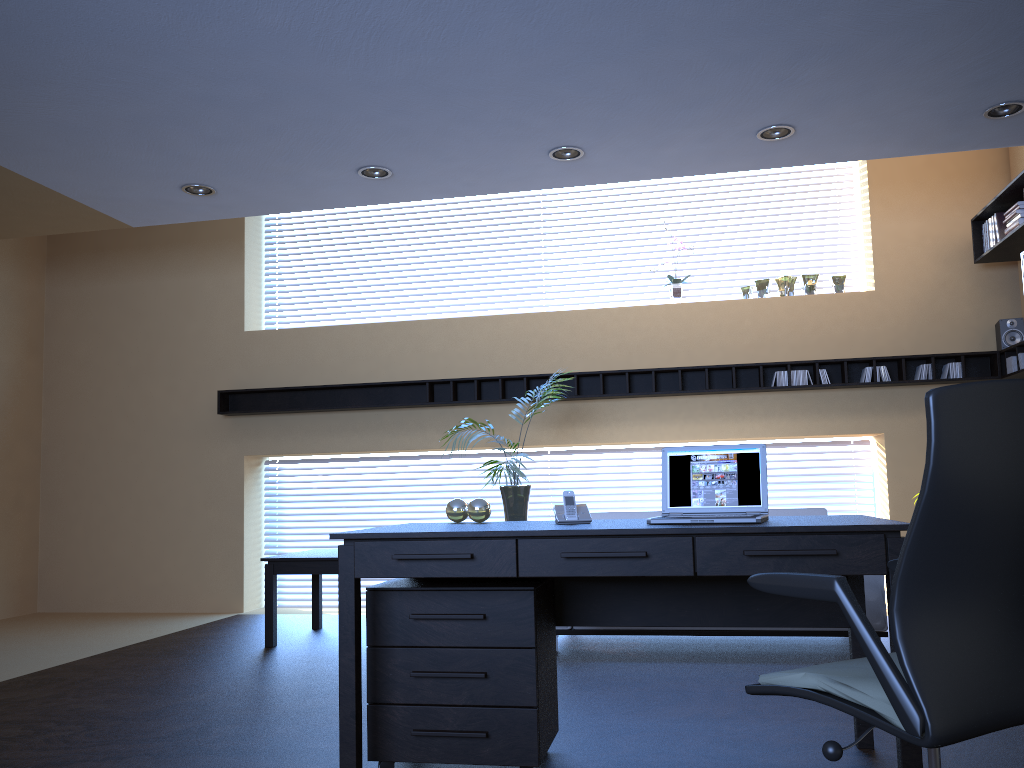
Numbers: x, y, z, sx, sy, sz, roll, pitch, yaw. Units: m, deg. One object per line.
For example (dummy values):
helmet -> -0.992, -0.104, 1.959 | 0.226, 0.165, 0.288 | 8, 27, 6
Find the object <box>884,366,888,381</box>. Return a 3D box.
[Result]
object -> 2.890, -0.072, 6.885 | 0.026, 0.117, 0.140 | -2, -6, 11

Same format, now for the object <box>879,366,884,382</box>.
object -> 2.860, -0.070, 6.895 | 0.030, 0.119, 0.142 | -3, -6, 11

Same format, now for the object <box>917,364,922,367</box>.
object -> 3.135, -0.081, 6.846 | 0.041, 0.122, 0.142 | -3, -6, 11

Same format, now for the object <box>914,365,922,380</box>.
object -> 3.134, -0.082, 6.843 | 0.040, 0.118, 0.142 | -3, -6, 11

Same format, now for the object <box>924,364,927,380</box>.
object -> 3.169, -0.085, 6.834 | 0.030, 0.119, 0.142 | -3, -6, 11

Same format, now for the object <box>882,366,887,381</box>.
object -> 2.881, -0.071, 6.891 | 0.030, 0.119, 0.142 | -2, -6, 11

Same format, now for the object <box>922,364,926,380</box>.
object -> 3.159, -0.084, 6.838 | 0.030, 0.119, 0.142 | -2, -6, 11

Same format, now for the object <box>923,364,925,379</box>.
object -> 3.158, -0.084, 6.834 | 0.026, 0.117, 0.140 | -3, -6, 11

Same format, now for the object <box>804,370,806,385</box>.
object -> 2.310, -0.042, 7.008 | 0.009, 0.120, 0.142 | -2, -6, 11

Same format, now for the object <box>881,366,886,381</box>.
object -> 2.870, -0.070, 6.890 | 0.030, 0.119, 0.142 | -2, -6, 11

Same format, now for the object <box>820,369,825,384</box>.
object -> 2.435, -0.049, 6.978 | 0.030, 0.119, 0.142 | -3, -6, 11

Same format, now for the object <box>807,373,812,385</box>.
object -> 2.344, -0.042, 7.002 | 0.041, 0.122, 0.142 | -3, -6, 11

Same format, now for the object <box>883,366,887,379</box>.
object -> 2.891, -0.071, 6.890 | 0.030, 0.119, 0.142 | -2, -6, 11

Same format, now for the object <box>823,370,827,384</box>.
object -> 2.457, -0.049, 6.980 | 0.030, 0.119, 0.142 | -2, -6, 11

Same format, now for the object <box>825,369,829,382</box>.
object -> 2.471, -0.049, 6.973 | 0.040, 0.118, 0.142 | -3, -6, 11

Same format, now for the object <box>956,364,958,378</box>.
object -> 3.387, -0.096, 6.793 | 0.006, 0.118, 0.140 | -2, -6, 11

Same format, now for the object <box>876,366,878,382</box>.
object -> 2.831, -0.068, 6.905 | 0.009, 0.120, 0.142 | -2, -6, 11

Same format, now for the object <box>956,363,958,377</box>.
object -> 3.387, -0.095, 6.794 | 0.009, 0.120, 0.142 | -3, -6, 11

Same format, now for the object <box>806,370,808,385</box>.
object -> 2.321, -0.043, 7.006 | 0.006, 0.118, 0.140 | -3, -6, 11

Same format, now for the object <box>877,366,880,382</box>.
object -> 2.840, -0.069, 6.900 | 0.009, 0.120, 0.142 | -3, -6, 11

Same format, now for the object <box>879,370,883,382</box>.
object -> 2.861, -0.069, 6.900 | 0.030, 0.123, 0.142 | -2, -6, 11

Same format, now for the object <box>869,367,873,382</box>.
object -> 2.787, -0.065, 6.917 | 0.030, 0.119, 0.142 | -3, -6, 11

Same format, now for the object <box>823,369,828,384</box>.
object -> 2.457, -0.049, 6.978 | 0.026, 0.117, 0.140 | -2, -6, 11

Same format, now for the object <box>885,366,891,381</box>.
object -> 2.906, -0.071, 6.888 | 0.040, 0.118, 0.142 | -3, -6, 11

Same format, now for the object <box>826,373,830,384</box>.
object -> 2.471, -0.050, 6.972 | 0.036, 0.115, 0.140 | -3, -6, 11

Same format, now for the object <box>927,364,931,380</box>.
object -> 3.199, -0.087, 6.828 | 0.009, 0.120, 0.142 | -3, -6, 11

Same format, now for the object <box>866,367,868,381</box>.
object -> 2.756, -0.064, 6.919 | 0.026, 0.117, 0.140 | -3, -6, 11

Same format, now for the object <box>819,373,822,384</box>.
object -> 2.425, -0.048, 6.984 | 0.030, 0.123, 0.142 | -3, -6, 11

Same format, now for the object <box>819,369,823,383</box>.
object -> 2.425, -0.049, 6.978 | 0.026, 0.117, 0.140 | -3, -6, 11

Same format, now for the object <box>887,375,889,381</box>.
object -> 2.905, -0.070, 6.887 | 0.041, 0.122, 0.142 | -2, -6, 11

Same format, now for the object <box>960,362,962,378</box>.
object -> 3.417, -0.097, 6.786 | 0.009, 0.120, 0.142 | -2, -6, 11

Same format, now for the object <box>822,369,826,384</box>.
object -> 2.446, -0.049, 6.979 | 0.030, 0.119, 0.142 | -3, -6, 11

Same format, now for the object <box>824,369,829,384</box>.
object -> 2.471, -0.049, 6.977 | 0.041, 0.122, 0.142 | -3, -6, 11

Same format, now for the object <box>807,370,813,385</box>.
object -> 2.344, -0.043, 6.999 | 0.040, 0.118, 0.142 | -3, -6, 11

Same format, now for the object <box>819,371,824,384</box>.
object -> 2.425, -0.048, 6.980 | 0.030, 0.119, 0.142 | -3, -6, 11

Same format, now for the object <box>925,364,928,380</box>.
object -> 3.178, -0.085, 6.829 | 0.030, 0.119, 0.142 | -3, -6, 11

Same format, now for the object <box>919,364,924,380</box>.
object -> 3.149, -0.083, 6.843 | 0.030, 0.119, 0.142 | -2, -6, 11

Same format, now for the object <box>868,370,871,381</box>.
object -> 2.777, -0.065, 6.919 | 0.030, 0.119, 0.142 | -3, -6, 11

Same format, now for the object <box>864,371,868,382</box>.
object -> 2.757, -0.064, 6.921 | 0.030, 0.119, 0.142 | -3, -6, 11

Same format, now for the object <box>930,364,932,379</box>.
object -> 3.210, -0.087, 6.829 | 0.009, 0.120, 0.142 | -2, -6, 11

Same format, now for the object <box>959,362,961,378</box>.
object -> 3.406, -0.097, 6.781 | 0.009, 0.120, 0.142 | -3, -6, 11

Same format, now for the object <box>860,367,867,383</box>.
object -> 2.741, -0.063, 6.919 | 0.040, 0.118, 0.142 | -3, -6, 11

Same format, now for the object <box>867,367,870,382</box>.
object -> 2.766, -0.065, 6.917 | 0.030, 0.119, 0.142 | -3, -6, 11

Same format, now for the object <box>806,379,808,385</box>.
object -> 2.321, -0.043, 7.009 | 0.009, 0.120, 0.142 | -3, -6, 11

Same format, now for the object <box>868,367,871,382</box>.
object -> 2.777, -0.065, 6.917 | 0.026, 0.117, 0.140 | -3, -6, 11
